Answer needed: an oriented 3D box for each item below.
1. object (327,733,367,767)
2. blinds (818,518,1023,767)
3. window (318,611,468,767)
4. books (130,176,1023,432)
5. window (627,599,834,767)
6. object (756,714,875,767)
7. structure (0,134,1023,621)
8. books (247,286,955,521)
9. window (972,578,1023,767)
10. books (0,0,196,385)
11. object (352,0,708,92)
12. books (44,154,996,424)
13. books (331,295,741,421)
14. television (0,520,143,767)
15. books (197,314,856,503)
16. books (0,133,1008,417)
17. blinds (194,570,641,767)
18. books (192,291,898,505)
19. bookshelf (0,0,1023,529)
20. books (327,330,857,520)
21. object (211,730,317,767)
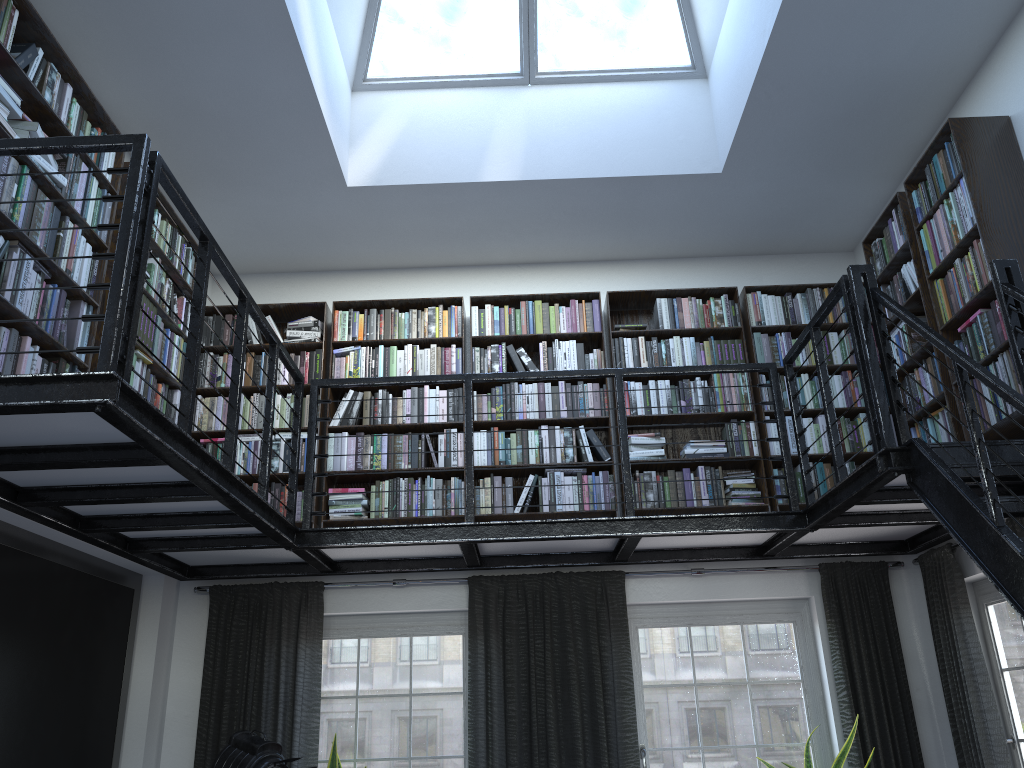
[{"bbox_3d":[-1.001,2.384,4.759,0.553,0.953,0.519,-6,-23,10],"label":"object"},{"bbox_3d":[2.364,1.909,4.197,0.527,2.413,1.727,5,-23,-16],"label":"blinds"},{"bbox_3d":[-0.747,2.159,5.120,1.167,1.627,0.131,-2,-23,0],"label":"window"},{"bbox_3d":[0.191,-0.297,4.482,4.383,1.424,1.154,-2,-22,0],"label":"books"},{"bbox_3d":[1.257,2.085,5.116,1.167,1.627,0.131,-2,-23,0],"label":"window"},{"bbox_3d":[1.664,2.278,4.732,0.553,0.953,0.519,2,-23,-10],"label":"object"},{"bbox_3d":[0.206,1.012,2.985,4.488,3.401,4.552,-2,-22,0],"label":"structure"},{"bbox_3d":[0.157,-0.039,5.177,4.435,1.449,1.268,-3,-22,2],"label":"books"},{"bbox_3d":[2.605,1.666,4.146,0.133,1.627,1.151,-2,-22,0],"label":"window"},{"bbox_3d":[-1.927,-0.428,3.970,0.315,1.442,2.176,-2,-21,1],"label":"books"},{"bbox_3d":[0.090,-2.358,5.135,2.221,0.642,1.169,-2,-21,0],"label":"object"},{"bbox_3d":[0.164,-0.254,4.213,4.335,1.156,1.576,-2,-22,-1],"label":"books"},{"bbox_3d":[0.167,-0.128,5.743,2.637,0.839,0.210,-2,-22,0],"label":"books"},{"bbox_3d":[-2.106,1.652,3.123,0.116,2.460,3.306,-2,-22,0],"label":"television"},{"bbox_3d":[0.180,0.145,5.616,4.441,1.416,0.239,-2,-23,0],"label":"books"},{"bbox_3d":[0.165,-0.485,3.985,4.377,1.428,2.175,-2,-21,-1],"label":"books"},{"bbox_3d":[-0.534,2.265,4.845,2.508,2.419,0.123,-2,-23,0],"label":"blinds"},{"bbox_3d":[0.181,0.136,5.624,4.436,1.432,0.224,-2,-23,0],"label":"books"},{"bbox_3d":[0.168,-0.277,4.334,4.475,1.639,3.046,-2,-21,0],"label":"bookshelf"},{"bbox_3d":[0.559,0.268,5.576,3.391,1.138,0.237,-2,-23,0],"label":"books"},{"bbox_3d":[-0.221,2.557,4.458,2.903,1.600,0.743,4,-23,-15],"label":"object"}]
